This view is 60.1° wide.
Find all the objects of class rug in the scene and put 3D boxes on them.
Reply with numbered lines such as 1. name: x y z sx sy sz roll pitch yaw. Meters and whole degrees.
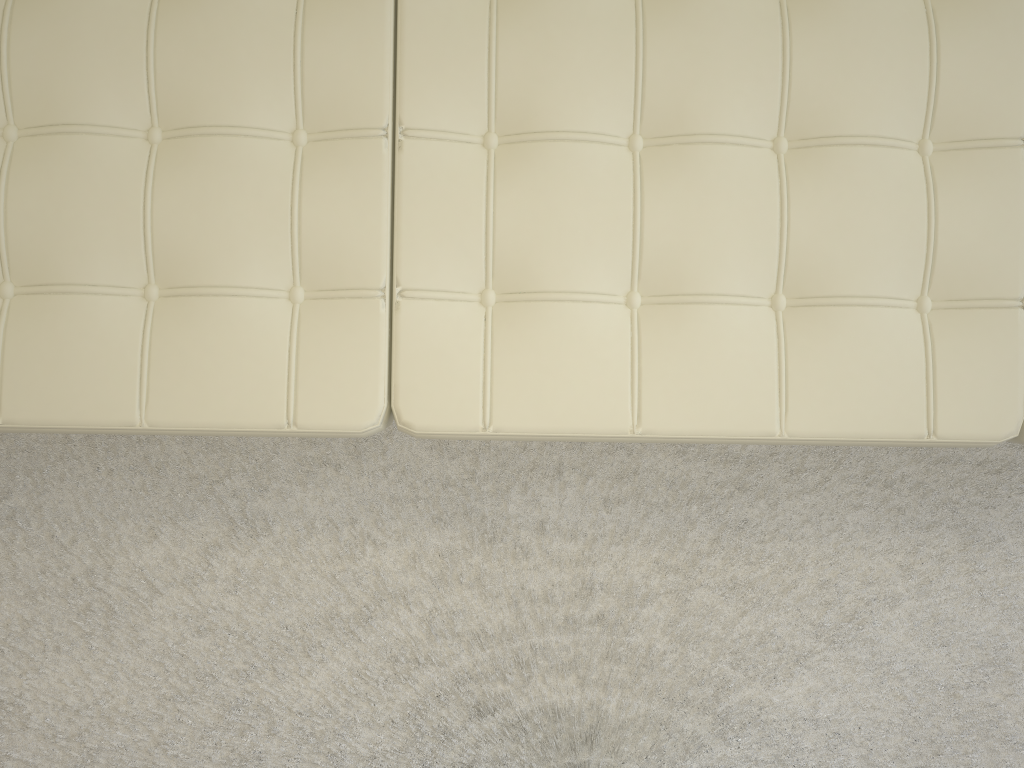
1. rug: 0.132 0.736 1.506 3.327 0.004 2.446 2 89 0

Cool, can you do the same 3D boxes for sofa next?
1. sofa: 0.246 -0.424 1.070 2.564 0.923 1.001 1 90 0
